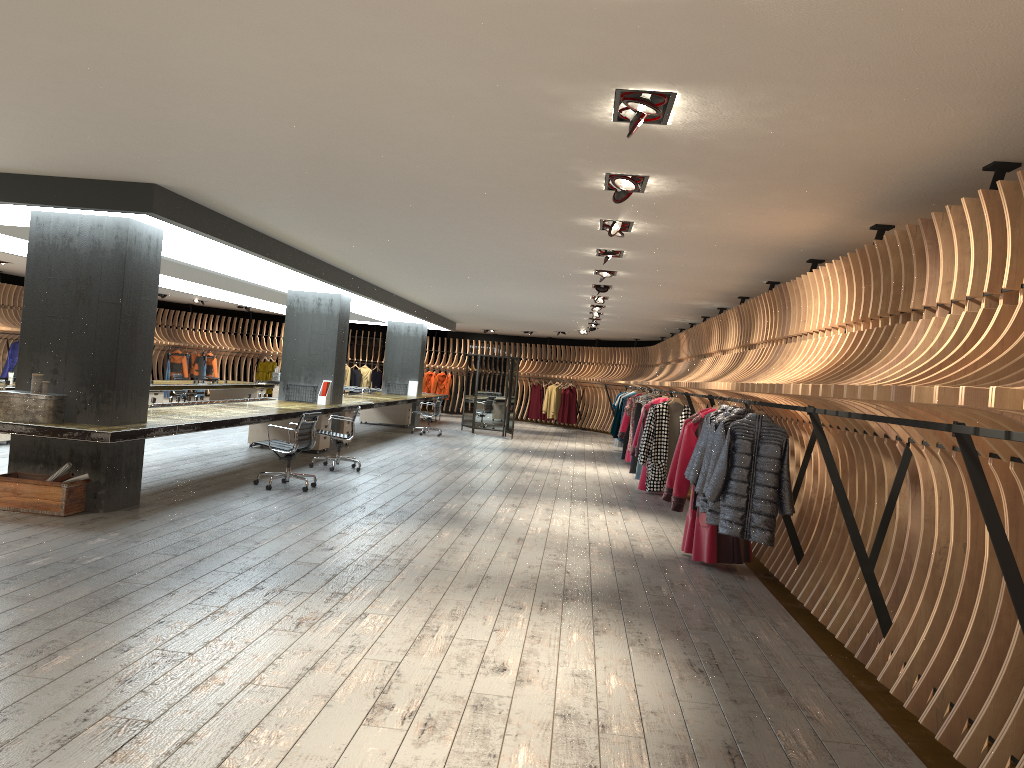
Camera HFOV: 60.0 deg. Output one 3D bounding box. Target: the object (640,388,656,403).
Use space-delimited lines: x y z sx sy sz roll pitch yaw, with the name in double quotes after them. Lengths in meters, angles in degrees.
2.294 0.193 14.413 0.549 0.243 0.023 5 0 -34 "object"

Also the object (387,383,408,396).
-2.785 0.127 21.528 0.459 0.289 0.329 5 0 7 "object"

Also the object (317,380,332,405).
-2.997 0.136 14.176 0.129 0.383 0.239 5 0 4 "object"

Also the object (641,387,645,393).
2.465 0.198 16.652 0.525 0.270 0.012 5 0 4 "object"

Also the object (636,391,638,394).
2.568 0.193 17.914 0.525 0.270 0.012 5 0 14 "object"

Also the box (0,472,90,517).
-3.953 0.924 7.425 0.665 0.282 0.341 5 0 4 "box"

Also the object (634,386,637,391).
2.666 0.186 19.116 0.525 0.270 0.012 5 0 9 "object"

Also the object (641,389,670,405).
2.254 0.209 13.513 0.547 0.262 0.023 5 0 6 "object"

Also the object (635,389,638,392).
2.619 0.193 18.550 0.525 0.270 0.012 5 0 9 "object"

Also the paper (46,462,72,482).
-3.877 0.845 7.333 0.573 0.460 0.043 5 0 22 "paper"

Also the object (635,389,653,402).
2.303 0.197 14.521 0.549 0.250 0.023 5 0 6 "object"

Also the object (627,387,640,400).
2.551 0.197 17.616 0.525 0.270 0.012 5 0 29 "object"

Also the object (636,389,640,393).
2.609 0.195 18.235 0.525 0.270 0.012 5 0 4 "object"

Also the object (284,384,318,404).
-3.359 0.157 14.148 0.459 0.289 0.329 5 0 2 "object"

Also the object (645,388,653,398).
2.373 0.209 15.548 0.524 0.286 0.015 5 0 -11 "object"

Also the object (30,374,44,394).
-3.964 0.019 7.496 0.088 0.204 0.262 5 0 3 "object"

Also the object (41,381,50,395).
-3.887 0.033 7.386 0.062 0.109 0.062 5 0 -25 "object"

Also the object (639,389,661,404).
2.240 0.196 13.707 0.549 0.243 0.023 5 0 6 "object"

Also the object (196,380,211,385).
-6.215 -0.025 17.828 0.302 0.071 0.209 5 1 -1 "object"

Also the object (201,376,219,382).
-6.711 -0.113 19.728 0.261 0.111 0.373 5 1 4 "object"

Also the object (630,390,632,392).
2.703 0.194 19.884 0.524 0.284 0.014 5 0 15 "object"

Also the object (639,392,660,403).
2.271 0.197 14.149 0.549 0.243 0.023 5 0 -24 "object"

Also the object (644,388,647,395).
2.396 0.201 15.760 0.525 0.270 0.012 5 0 4 "object"

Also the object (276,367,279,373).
-6.379 -0.369 24.400 0.262 0.204 0.088 5 0 3 "object"

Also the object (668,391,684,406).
2.039 0.225 11.005 0.525 0.270 0.012 5 0 -6 "object"

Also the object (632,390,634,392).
2.692 0.192 19.489 0.525 0.270 0.012 5 0 9 "object"

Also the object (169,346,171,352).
-9.707 -0.950 25.187 0.023 0.243 0.549 5 0 -14 "object"

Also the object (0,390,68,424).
-4.037 0.193 7.461 0.498 0.239 0.303 5 0 5 "object"

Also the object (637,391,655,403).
2.286 0.195 14.256 0.549 0.243 0.023 5 0 11 "object"

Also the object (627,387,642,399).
2.527 0.197 17.437 0.525 0.270 0.012 5 0 9 "object"

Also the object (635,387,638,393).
2.600 0.191 18.348 0.525 0.270 0.012 5 0 4 "object"

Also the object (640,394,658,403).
2.281 0.206 14.027 0.548 0.256 0.023 5 0 30 "object"

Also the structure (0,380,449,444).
-4.923 0.466 15.869 4.836 0.844 18.473 5 1 4 "structure"

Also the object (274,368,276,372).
-6.489 -0.372 24.322 0.062 0.109 0.062 5 0 -30 "object"

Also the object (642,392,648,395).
2.468 0.201 16.405 0.525 0.270 0.012 5 0 14 "object"

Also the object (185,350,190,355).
-9.444 -0.933 25.732 0.023 0.243 0.549 5 0 1 "object"

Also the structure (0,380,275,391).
-6.731 0.307 16.227 1.162 0.844 10.450 5 1 4 "structure"

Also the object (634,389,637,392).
2.649 0.187 18.883 0.525 0.270 0.012 5 0 4 "object"

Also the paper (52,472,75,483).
-3.916 0.870 7.371 0.724 0.365 0.047 5 0 24 "paper"

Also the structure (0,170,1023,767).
-4.513 -0.323 11.765 14.883 2.440 36.550 5 1 4 "structure"

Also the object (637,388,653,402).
2.310 0.192 14.617 0.549 0.243 0.023 5 0 41 "object"

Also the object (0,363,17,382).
-7.226 -0.186 12.847 0.365 0.316 0.373 5 0 4 "object"

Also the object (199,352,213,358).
-9.143 -0.913 26.243 0.549 0.243 0.023 5 0 -19 "object"

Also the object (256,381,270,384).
-5.961 -0.038 21.197 0.302 0.074 0.217 5 1 -1 "object"

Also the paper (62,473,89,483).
-3.872 0.873 7.392 0.624 0.290 0.041 5 0 -14 "paper"

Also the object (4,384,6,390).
-4.419 0.137 7.743 0.008 0.267 0.060 5 0 21 "object"

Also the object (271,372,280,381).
-6.428 -0.194 24.456 0.303 0.239 0.497 5 0 5 "object"
